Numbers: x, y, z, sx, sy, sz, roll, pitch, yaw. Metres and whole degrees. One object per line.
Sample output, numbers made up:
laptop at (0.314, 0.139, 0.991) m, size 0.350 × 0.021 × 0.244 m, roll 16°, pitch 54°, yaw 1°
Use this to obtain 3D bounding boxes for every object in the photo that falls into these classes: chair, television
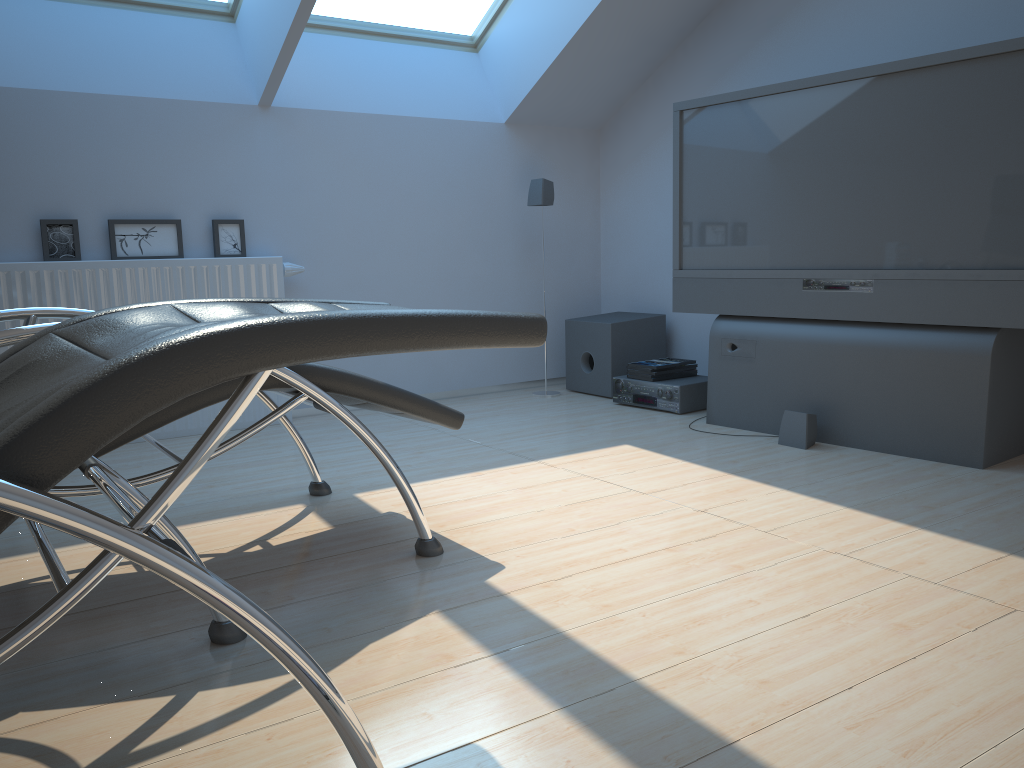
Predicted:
chair at (-0.979, 0.175, 1.098) m, size 2.114 × 0.953 × 0.836 m, roll -7°, pitch 10°, yaw -33°
television at (1.401, -0.496, 3.583) m, size 0.400 × 1.446 × 1.686 m, roll -8°, pitch 11°, yaw -38°
chair at (-1.105, -0.129, 2.158) m, size 1.938 × 1.251 × 0.836 m, roll -7°, pitch 10°, yaw -33°

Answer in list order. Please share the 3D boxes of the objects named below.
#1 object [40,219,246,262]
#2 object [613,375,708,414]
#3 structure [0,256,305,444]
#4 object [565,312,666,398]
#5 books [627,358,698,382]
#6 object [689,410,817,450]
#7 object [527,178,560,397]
object at (-1.605, -0.636, 3.925) m, size 0.846 × 0.180 × 0.030 m, roll -7°, pitch 10°, yaw -33°
object at (0.793, 0.036, 4.514) m, size 0.358 × 0.138 × 0.450 m, roll -8°, pitch 11°, yaw -38°
structure at (-1.551, -0.159, 3.992) m, size 1.324 × 0.800 × 0.120 m, roll -7°, pitch 10°, yaw -33°
object at (0.579, -0.177, 4.987) m, size 0.401 × 0.424 × 0.400 m, roll -7°, pitch 10°, yaw -33°
books at (0.222, 0.327, 2.385) m, size 1.045 × 0.222 × 4.790 m, roll 2°, pitch 9°, yaw 23°
object at (0.975, 0.110, 4.018) m, size 0.394 × 0.141 × 1.163 m, roll -2°, pitch 8°, yaw -5°
object at (0.178, -0.524, 4.879) m, size 0.158 × 1.181 × 0.160 m, roll -7°, pitch 10°, yaw -33°
